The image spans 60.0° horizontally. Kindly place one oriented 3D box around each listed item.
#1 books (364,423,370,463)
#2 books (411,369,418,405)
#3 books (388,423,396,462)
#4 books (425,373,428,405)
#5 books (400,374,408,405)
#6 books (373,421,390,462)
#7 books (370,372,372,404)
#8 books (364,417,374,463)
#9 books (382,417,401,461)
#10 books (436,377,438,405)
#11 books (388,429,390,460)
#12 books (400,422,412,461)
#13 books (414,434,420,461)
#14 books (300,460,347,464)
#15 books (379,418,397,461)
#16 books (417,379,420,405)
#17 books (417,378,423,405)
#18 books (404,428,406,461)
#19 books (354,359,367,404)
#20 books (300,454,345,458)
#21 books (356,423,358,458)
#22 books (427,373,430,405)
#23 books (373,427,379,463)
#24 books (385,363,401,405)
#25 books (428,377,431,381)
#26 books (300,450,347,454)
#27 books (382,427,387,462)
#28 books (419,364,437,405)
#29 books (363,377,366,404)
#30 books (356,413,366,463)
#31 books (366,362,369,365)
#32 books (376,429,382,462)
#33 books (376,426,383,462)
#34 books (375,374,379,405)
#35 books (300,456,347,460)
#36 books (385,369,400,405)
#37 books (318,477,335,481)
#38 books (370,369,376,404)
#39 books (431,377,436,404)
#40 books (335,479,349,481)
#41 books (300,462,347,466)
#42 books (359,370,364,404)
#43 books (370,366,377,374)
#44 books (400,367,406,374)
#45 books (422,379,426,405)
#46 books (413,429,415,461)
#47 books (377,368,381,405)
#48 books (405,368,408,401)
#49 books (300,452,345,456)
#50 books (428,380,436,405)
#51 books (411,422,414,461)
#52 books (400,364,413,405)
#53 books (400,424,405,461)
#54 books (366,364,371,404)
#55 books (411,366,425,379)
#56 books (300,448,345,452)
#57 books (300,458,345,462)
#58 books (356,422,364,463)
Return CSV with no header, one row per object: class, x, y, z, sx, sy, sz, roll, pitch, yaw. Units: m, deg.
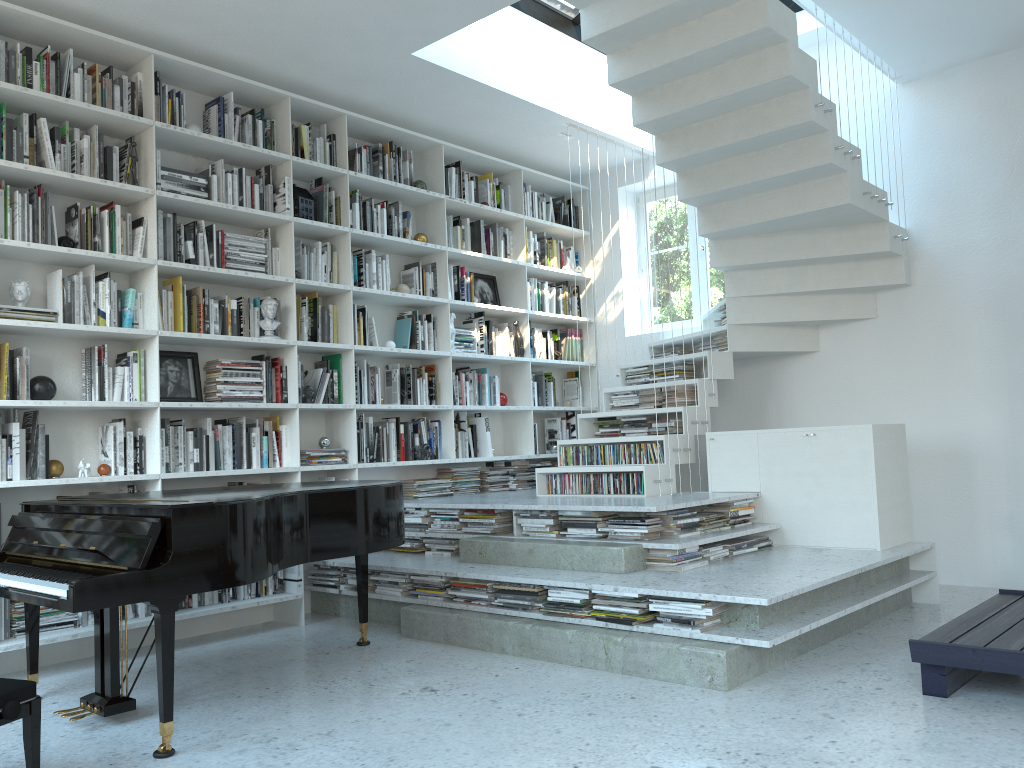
books,-0.984,0.382,5.707,0.178,0.256,0.023,-6,-5,42
books,-0.711,0.031,6.051,0.184,0.250,0.018,-6,-5,42
books,-0.843,0.390,5.875,0.181,0.252,0.025,-6,-5,42
books,-0.650,0.045,6.130,0.182,0.229,0.018,-6,-5,42
books,-0.771,0.047,5.991,0.178,0.215,0.016,-6,-5,42
books,-0.873,0.383,5.859,0.171,0.267,0.014,-6,-5,42
books,-0.966,0.038,5.803,0.134,0.222,0.008,-6,-5,42
books,-0.967,0.364,5.727,0.188,0.294,0.030,-6,-5,42
books,-0.805,0.371,5.915,0.175,0.293,0.012,-6,-5,42
books,-0.579,0.053,6.237,0.146,0.223,0.009,-6,-5,42
books,-0.867,0.407,5.871,0.153,0.221,0.012,-6,-5,42
books,-0.746,0.390,5.990,0.173,0.262,0.026,-6,-5,42
books,-0.697,0.432,6.044,0.169,0.181,0.025,-6,-5,42
books,-1.178,0.480,5.430,0.285,0.012,0.159,2,-6,-43
books,-0.829,0.377,5.921,0.159,0.285,0.012,-6,-5,42
books,-0.697,0.065,6.062,0.182,0.182,0.018,-6,-5,42
books,-0.678,0.061,6.099,0.175,0.195,0.015,-6,-5,42
books,-0.773,0.400,5.983,0.131,0.242,0.021,-6,-5,42
books,-1.000,-0.003,5.738,0.175,0.296,0.014,-6,-5,42
books,-1.179,0.444,5.432,0.254,0.012,0.161,2,-6,-43
books,-1.041,0.383,5.670,0.161,0.254,0.012,-6,-5,42
books,-0.636,0.046,6.165,0.155,0.231,0.021,-6,-5,42
books,-0.938,0.398,5.778,0.162,0.231,0.065,-6,-5,42
books,-0.804,0.012,6.000,0.131,0.289,0.016,-6,-5,42
books,-0.613,0.060,6.191,0.141,0.205,0.016,-6,-5,42
books,-1.178,0.419,5.432,0.285,0.012,0.159,2,-6,-44
books,-0.887,0.402,5.846,0.160,0.228,0.024,-6,-5,42
books,-0.586,0.014,6.200,0.162,0.295,0.007,-6,-5,42
books,-1.008,0.052,5.726,0.184,0.186,0.013,-6,-5,42
books,-1.006,0.351,5.685,0.187,0.316,0.010,-6,-5,42
books,-0.981,0.006,5.790,0.159,0.285,0.006,-6,-5,42
books,-0.913,0.406,5.807,0.175,0.217,0.011,-6,-5,42
books,-0.907,0.399,5.829,0.142,0.234,0.029,-6,-5,42
books,-0.939,0.045,5.814,0.180,0.207,0.014,-6,-5,42
books,-1.175,0.456,5.428,0.159,0.012,0.285,-7,-6,45
books,-0.805,0.029,5.978,0.130,0.251,0.019,-6,-5,42
books,-1.135,0.718,5.406,0.149,0.300,0.032,-6,-5,42
books,-0.952,0.030,5.806,0.176,0.238,0.015,-6,-5,42
books,-0.596,0.060,6.195,0.158,0.203,0.013,-6,-5,42
books,-1.061,0.727,5.459,0.172,0.284,0.021,-6,-5,42
books,-1.174,0.492,5.426,0.159,0.012,0.285,-7,-6,45
books,-1.020,0.031,5.703,0.188,0.226,0.011,-6,-5,42
books,-0.934,0.019,5.829,0.142,0.261,0.014,-6,-5,42
books,-0.773,0.025,6.013,0.149,0.262,0.015,-6,-5,42
books,-0.663,0.067,6.109,0.190,0.183,0.019,-6,-5,42
books,-0.718,0.417,6.031,0.135,0.211,0.022,-6,-5,42
books,-0.926,0.025,5.839,0.173,0.251,0.013,-6,-5,42
books,-0.764,0.027,6.021,0.158,0.258,0.008,-6,-5,42
books,-1.172,0.431,5.425,0.161,0.012,0.254,-6,-6,42
books,-0.603,0.070,6.159,0.189,0.180,0.016,-6,-5,42
books,-0.734,0.391,6.014,0.169,0.263,0.026,-6,-5,42
books,-0.740,0.016,6.059,0.159,0.285,0.007,-6,-5,42
books,-0.791,0.397,5.932,0.184,0.244,0.031,-6,-5,42
books,-0.982,0.014,5.764,0.183,0.267,0.012,-6,-5,42
books,-0.659,0.022,6.123,0.173,0.274,0.006,-6,-5,42
books,-1.174,0.407,5.428,0.254,0.012,0.161,1,-5,-39
books,-1.176,0.468,5.429,0.254,0.012,0.161,1,-6,-42
books,-1.015,0.378,5.670,0.186,0.262,0.023,-6,-5,42
